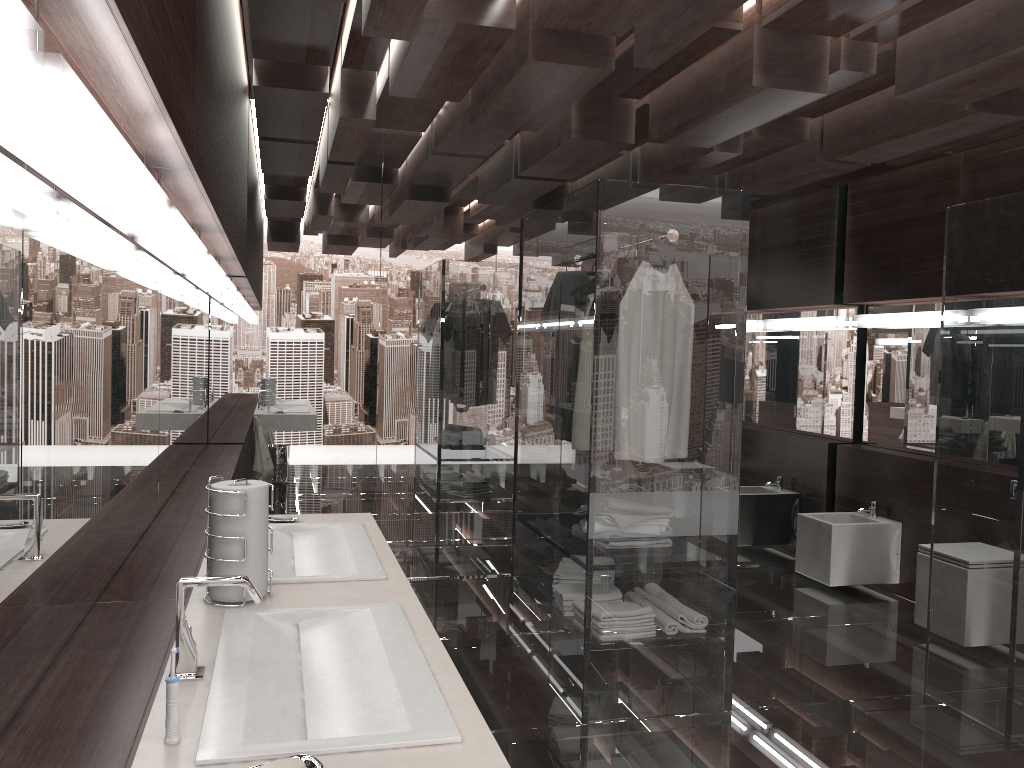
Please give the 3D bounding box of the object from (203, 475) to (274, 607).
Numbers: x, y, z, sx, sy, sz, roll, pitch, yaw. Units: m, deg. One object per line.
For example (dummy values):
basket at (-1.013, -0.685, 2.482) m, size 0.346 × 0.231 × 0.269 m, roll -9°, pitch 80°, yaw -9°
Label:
object at (-0.602, 0.337, 1.938) m, size 0.136 × 0.261 × 0.145 m, roll 3°, pitch 2°, yaw 29°

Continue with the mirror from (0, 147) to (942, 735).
mirror at (0.990, 0.016, 2.863) m, size 4.126 × 0.916 × 5.081 m, roll 1°, pitch 2°, yaw -15°

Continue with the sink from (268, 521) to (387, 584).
sink at (-0.591, 0.384, 2.397) m, size 0.427 × 0.193 × 0.681 m, roll 1°, pitch 2°, yaw -15°

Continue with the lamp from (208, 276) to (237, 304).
lamp at (-1.404, -0.453, 4.326) m, size 0.082 × 0.082 × 0.950 m, roll 1°, pitch 2°, yaw -15°

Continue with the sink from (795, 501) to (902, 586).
sink at (2.012, 0.933, 5.315) m, size 0.469 × 0.456 × 0.357 m, roll 1°, pitch 2°, yaw -15°

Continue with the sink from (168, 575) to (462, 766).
sink at (-0.363, 0.424, 1.529) m, size 0.427 × 0.193 × 0.681 m, roll 1°, pitch 2°, yaw -15°

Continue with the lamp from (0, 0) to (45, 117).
lamp at (-0.361, -0.274, 0.370) m, size 0.082 × 0.082 × 0.950 m, roll 1°, pitch 2°, yaw -15°

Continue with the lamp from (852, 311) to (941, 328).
lamp at (2.375, -0.387, 5.326) m, size 0.082 × 0.082 × 0.950 m, roll 1°, pitch 2°, yaw -15°

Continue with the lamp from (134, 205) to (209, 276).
lamp at (-0.883, -0.364, 2.349) m, size 0.082 × 0.082 × 0.950 m, roll 1°, pitch 2°, yaw -15°

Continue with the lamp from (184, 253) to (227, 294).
lamp at (-1.147, -0.409, 3.351) m, size 0.082 × 0.082 × 0.950 m, roll 1°, pitch 2°, yaw -15°

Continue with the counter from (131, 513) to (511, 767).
counter at (-0.461, 0.536, 1.973) m, size 0.488 × 0.131 × 1.954 m, roll 1°, pitch 2°, yaw -15°

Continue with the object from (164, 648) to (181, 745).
object at (-0.471, 0.432, 1.232) m, size 0.022 × 0.132 × 0.022 m, roll 0°, pitch 3°, yaw -33°

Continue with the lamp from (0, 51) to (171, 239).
lamp at (-0.621, -0.319, 1.356) m, size 0.082 × 0.082 × 0.950 m, roll 1°, pitch 2°, yaw -15°

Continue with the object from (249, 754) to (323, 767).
object at (-0.297, 0.501, 1.137) m, size 0.108 × 0.011 × 0.065 m, roll 0°, pitch 3°, yaw -37°

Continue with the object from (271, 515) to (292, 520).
object at (-0.722, 0.420, 2.780) m, size 0.066 × 0.016 × 0.035 m, roll 2°, pitch 2°, yaw 5°

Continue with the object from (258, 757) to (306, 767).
object at (-0.297, 0.494, 1.137) m, size 0.066 × 0.016 × 0.035 m, roll 0°, pitch 3°, yaw -38°

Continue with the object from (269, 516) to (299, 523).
object at (-0.723, 0.427, 2.781) m, size 0.108 × 0.011 × 0.065 m, roll 2°, pitch 2°, yaw 6°

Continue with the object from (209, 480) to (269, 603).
object at (-0.595, 0.339, 1.934) m, size 0.124 × 0.246 × 0.128 m, roll 0°, pitch 3°, yaw -33°
